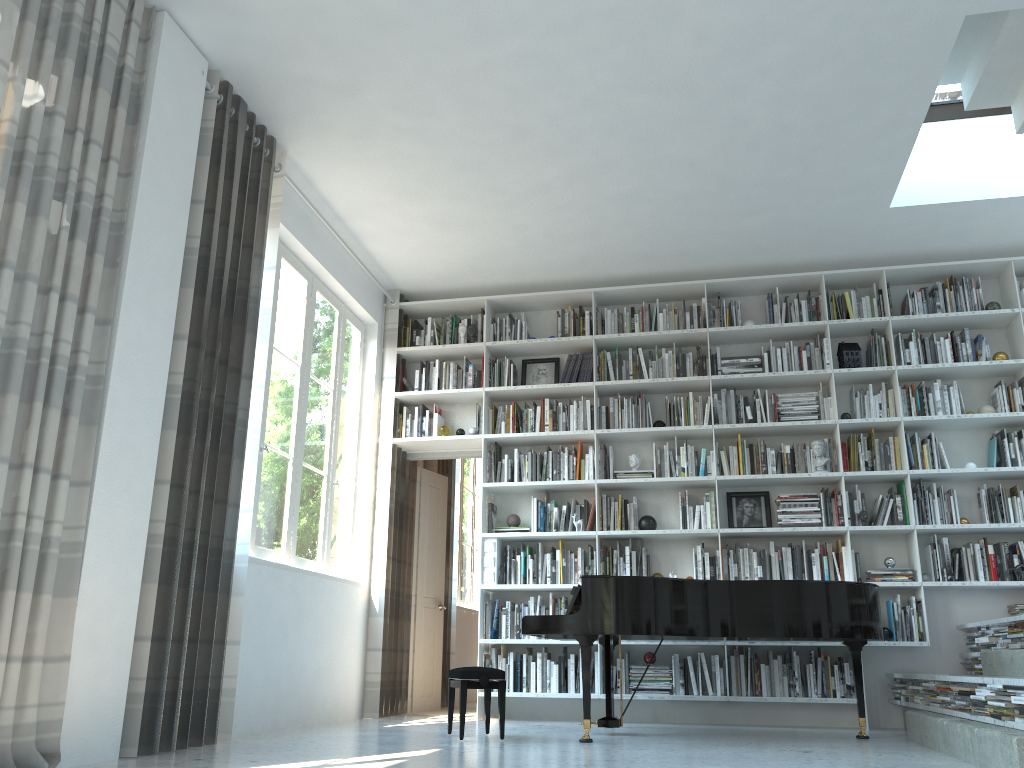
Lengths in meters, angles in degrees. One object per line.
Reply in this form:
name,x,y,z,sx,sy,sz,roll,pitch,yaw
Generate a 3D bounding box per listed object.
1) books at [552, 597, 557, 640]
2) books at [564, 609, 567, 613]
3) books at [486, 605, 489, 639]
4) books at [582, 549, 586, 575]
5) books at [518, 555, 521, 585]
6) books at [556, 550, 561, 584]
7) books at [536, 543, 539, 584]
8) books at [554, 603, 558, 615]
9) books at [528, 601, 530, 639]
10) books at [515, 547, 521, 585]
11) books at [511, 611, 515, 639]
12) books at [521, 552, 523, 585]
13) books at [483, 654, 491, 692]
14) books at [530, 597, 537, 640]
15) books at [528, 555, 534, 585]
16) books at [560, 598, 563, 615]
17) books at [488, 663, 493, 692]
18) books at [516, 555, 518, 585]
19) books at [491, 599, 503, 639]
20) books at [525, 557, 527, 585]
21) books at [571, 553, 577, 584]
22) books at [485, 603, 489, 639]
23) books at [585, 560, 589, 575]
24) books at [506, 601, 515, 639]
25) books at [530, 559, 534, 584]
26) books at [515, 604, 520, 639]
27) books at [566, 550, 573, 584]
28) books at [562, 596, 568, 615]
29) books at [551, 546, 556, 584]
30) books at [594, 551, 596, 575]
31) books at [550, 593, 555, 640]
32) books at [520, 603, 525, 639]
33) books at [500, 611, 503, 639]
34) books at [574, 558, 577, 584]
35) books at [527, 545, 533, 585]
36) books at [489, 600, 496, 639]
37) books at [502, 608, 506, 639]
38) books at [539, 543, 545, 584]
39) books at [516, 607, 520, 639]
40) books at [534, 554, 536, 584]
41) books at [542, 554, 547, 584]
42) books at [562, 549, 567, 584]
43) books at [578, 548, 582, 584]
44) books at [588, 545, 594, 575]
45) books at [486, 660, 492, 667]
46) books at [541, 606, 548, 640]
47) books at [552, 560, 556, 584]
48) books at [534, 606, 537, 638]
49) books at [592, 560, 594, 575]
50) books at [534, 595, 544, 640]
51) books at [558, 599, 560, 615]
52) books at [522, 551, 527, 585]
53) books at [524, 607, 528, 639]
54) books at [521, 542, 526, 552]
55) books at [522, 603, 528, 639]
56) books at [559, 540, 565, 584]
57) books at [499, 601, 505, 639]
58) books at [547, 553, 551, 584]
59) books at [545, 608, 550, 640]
books,0.304,1.677,6.328,0.012,0.294,0.177,-3,-17,12
books,0.415,1.711,6.299,0.059,0.215,0.178,-3,-17,12
books,-0.156,1.729,6.416,0.029,0.238,0.155,-3,-17,12
books,0.520,1.331,6.398,0.013,0.259,0.143,-3,-17,12
books,0.069,1.370,6.468,0.015,0.216,0.180,-3,-17,12
books,0.348,1.340,6.424,0.026,0.253,0.177,-3,-17,12
books,0.199,1.322,6.448,0.019,0.299,0.180,-3,-17,12
books,0.327,1.701,6.335,0.029,0.253,0.153,-3,-17,12
books,0.137,1.703,6.379,0.013,0.273,0.146,-3,-17,12
books,0.045,1.343,6.488,0.008,0.279,0.165,-3,-17,12
books,0.020,1.744,6.392,0.025,0.199,0.137,-3,-17,12
books,0.090,1.359,6.475,0.014,0.242,0.171,-3,-17,12
books,-0.177,2.061,6.334,0.012,0.253,0.161,-3,-17,12
books,0.155,1.687,6.372,0.027,0.298,0.143,-3,-17,12
books,0.143,1.365,6.452,0.015,0.218,0.190,-3,-17,12
books,0.363,1.679,6.323,0.022,0.289,0.138,-3,-17,12
books,-0.140,2.081,6.291,0.029,0.190,0.177,-3,-18,12
books,0.057,1.374,6.483,0.015,0.217,0.177,-3,-17,12
books,-0.107,1.703,6.405,0.052,0.282,0.173,-3,-17,12
books,0.117,1.378,6.482,0.016,0.210,0.146,-3,-17,12
books,0.447,1.349,6.409,0.025,0.228,0.153,-3,-17,12
books,-0.173,1.727,6.435,0.012,0.253,0.161,-3,-17,12
books,0.546,1.367,6.381,0.041,0.181,0.142,-3,-17,12
books,-0.011,1.708,6.388,0.029,0.265,0.172,-3,-17,12
books,0.157,1.377,6.441,0.016,0.188,0.184,-3,-18,12
books,0.044,1.721,6.398,0.022,0.247,0.134,-3,-17,12
books,0.419,1.337,6.403,0.028,0.248,0.159,-3,-17,12
books,0.380,1.672,6.317,0.013,0.300,0.173,-3,-17,12
books,0.300,1.329,6.437,0.014,0.281,0.150,-3,-17,12
books,0.605,1.332,6.365,0.010,0.239,0.175,-3,-17,12
books,0.290,1.661,6.327,0.014,0.324,0.171,-3,-17,12
books,0.081,1.705,6.361,0.013,0.256,0.190,-3,-17,12
books,-0.056,1.748,6.402,0.024,0.197,0.148,-3,-17,12
books,0.472,1.365,6.401,0.023,0.193,0.140,-3,-17,12
books,0.131,1.331,6.458,0.007,0.285,0.183,-3,-17,12
books,-0.140,1.705,6.403,0.011,0.276,0.190,-3,-17,12
books,-0.038,1.729,6.380,0.022,0.220,0.188,-3,-17,12
books,0.217,1.322,6.457,0.012,0.305,0.190,-3,-17,12
books,0.061,1.722,6.359,0.028,0.222,0.189,-3,-17,12
books,0.180,1.367,6.476,0.016,0.230,0.136,-3,-17,12
books,0.248,1.362,6.458,0.045,0.229,0.138,-3,-17,12
books,0.390,1.331,6.406,0.028,0.259,0.181,-3,-17,12
books,0.499,1.323,6.385,0.021,0.264,0.186,-3,-17,12
books,0.569,1.309,6.372,0.014,0.285,0.180,-3,-17,12
books,-0.160,2.078,6.325,0.023,0.215,0.159,-3,-17,12
books,0.233,1.713,6.351,0.031,0.238,0.132,-3,-17,12
books,0.318,1.373,6.410,0.029,0.181,0.190,-3,-18,12
books,0.174,1.719,6.361,0.012,0.232,0.149,-3,-17,12
books,0.593,1.366,6.385,0.023,0.186,0.131,-3,-17,12
books,0.195,1.676,6.348,0.039,0.306,0.173,-3,-17,12
books,0.349,1.687,6.337,0.013,0.283,0.139,-3,-17,12
books,0.099,1.353,6.459,0.009,0.243,0.185,-3,-17,12
books,0.113,1.720,6.359,0.028,0.228,0.158,-3,-17,12
books,0.081,1.326,6.489,0.006,0.314,0.146,-3,-17,12
books,0.091,1.706,6.354,0.010,0.251,0.178,-3,-17,12
books,0.368,1.305,6.428,0.021,0.321,0.172,-3,-17,12
books,-0.073,1.712,6.416,0.010,0.272,0.150,-3,-17,12
books,0.280,1.355,6.435,0.027,0.229,0.159,-3,-17,12
books,0.261,1.717,6.339,0.028,0.224,0.134,-3,-17,12
